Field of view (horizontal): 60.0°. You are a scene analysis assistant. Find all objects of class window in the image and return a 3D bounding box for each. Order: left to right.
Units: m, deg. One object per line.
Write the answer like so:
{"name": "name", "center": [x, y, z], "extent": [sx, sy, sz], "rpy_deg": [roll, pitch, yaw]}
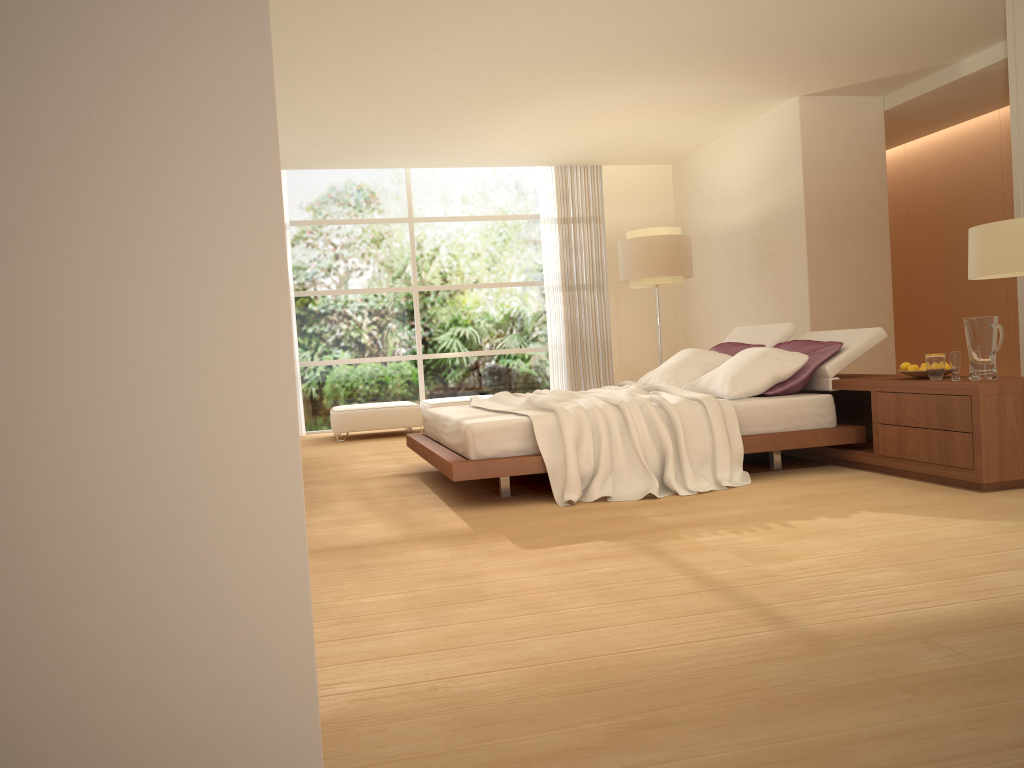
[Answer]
{"name": "window", "center": [-1.197, -1.173, 10.945], "extent": [4.781, 3.371, 0.071], "rpy_deg": [-4, 2, -13]}

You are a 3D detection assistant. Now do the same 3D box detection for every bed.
{"name": "bed", "center": [0.671, 0.293, 6.051], "extent": [2.535, 0.570, 2.599], "rpy_deg": [-4, 2, -13]}

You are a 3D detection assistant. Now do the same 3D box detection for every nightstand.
{"name": "nightstand", "center": [2.035, 0.208, 6.430], "extent": [0.493, 0.539, 4.220], "rpy_deg": [-4, 2, -13]}

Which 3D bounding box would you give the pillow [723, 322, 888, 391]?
{"name": "pillow", "center": [1.951, -0.213, 6.404], "extent": [0.461, 0.457, 1.779], "rpy_deg": [-4, 2, -14]}

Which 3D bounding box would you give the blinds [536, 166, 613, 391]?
{"name": "blinds", "center": [0.797, -1.295, 11.100], "extent": [0.814, 3.351, 0.202], "rpy_deg": [-4, 2, -14]}

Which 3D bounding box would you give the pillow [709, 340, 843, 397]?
{"name": "pillow", "center": [1.639, -0.118, 6.322], "extent": [0.575, 0.369, 1.683], "rpy_deg": [-4, 2, -13]}

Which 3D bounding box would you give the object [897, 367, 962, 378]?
{"name": "object", "center": [2.375, -0.060, 5.053], "extent": [0.337, 0.053, 0.337], "rpy_deg": [-4, 2, 0]}

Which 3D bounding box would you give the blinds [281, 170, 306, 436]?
{"name": "blinds", "center": [-2.985, -1.027, 10.257], "extent": [0.950, 3.352, 0.211], "rpy_deg": [-4, 2, -15]}

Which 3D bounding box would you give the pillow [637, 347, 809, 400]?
{"name": "pillow", "center": [1.379, -0.085, 6.253], "extent": [0.561, 0.339, 1.720], "rpy_deg": [-4, 2, -13]}

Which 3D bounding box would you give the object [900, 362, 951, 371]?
{"name": "object", "center": [2.364, -0.087, 5.067], "extent": [0.230, 0.084, 0.259], "rpy_deg": [-6, 3, -43]}

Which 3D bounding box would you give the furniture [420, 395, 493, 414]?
{"name": "furniture", "center": [-0.521, 0.328, 10.142], "extent": [0.965, 0.346, 0.964], "rpy_deg": [-4, 2, -13]}

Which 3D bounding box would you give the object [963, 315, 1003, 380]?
{"name": "object", "center": [2.464, -0.188, 4.627], "extent": [0.227, 0.328, 0.159], "rpy_deg": [-1, 3, 45]}

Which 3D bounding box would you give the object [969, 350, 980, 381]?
{"name": "object", "center": [2.390, -0.095, 4.579], "extent": [0.052, 0.154, 0.052], "rpy_deg": [-3, 2, 5]}

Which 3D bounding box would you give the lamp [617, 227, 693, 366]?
{"name": "lamp", "center": [1.561, -0.613, 9.413], "extent": [0.817, 2.018, 0.817], "rpy_deg": [-2, 2, 30]}

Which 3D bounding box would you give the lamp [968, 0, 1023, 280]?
{"name": "lamp", "center": [2.152, -1.670, 3.796], "extent": [0.451, 2.399, 0.451], "rpy_deg": [-4, 2, -15]}

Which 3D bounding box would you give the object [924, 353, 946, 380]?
{"name": "object", "center": [2.297, -0.092, 4.809], "extent": [0.110, 0.141, 0.110], "rpy_deg": [-2, 2, 29]}

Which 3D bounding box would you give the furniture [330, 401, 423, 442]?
{"name": "furniture", "center": [-1.527, 0.400, 9.904], "extent": [0.965, 0.346, 0.964], "rpy_deg": [-4, 2, -13]}

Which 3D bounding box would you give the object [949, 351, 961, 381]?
{"name": "object", "center": [2.328, -0.094, 4.656], "extent": [0.052, 0.154, 0.052], "rpy_deg": [-3, 2, 5]}
